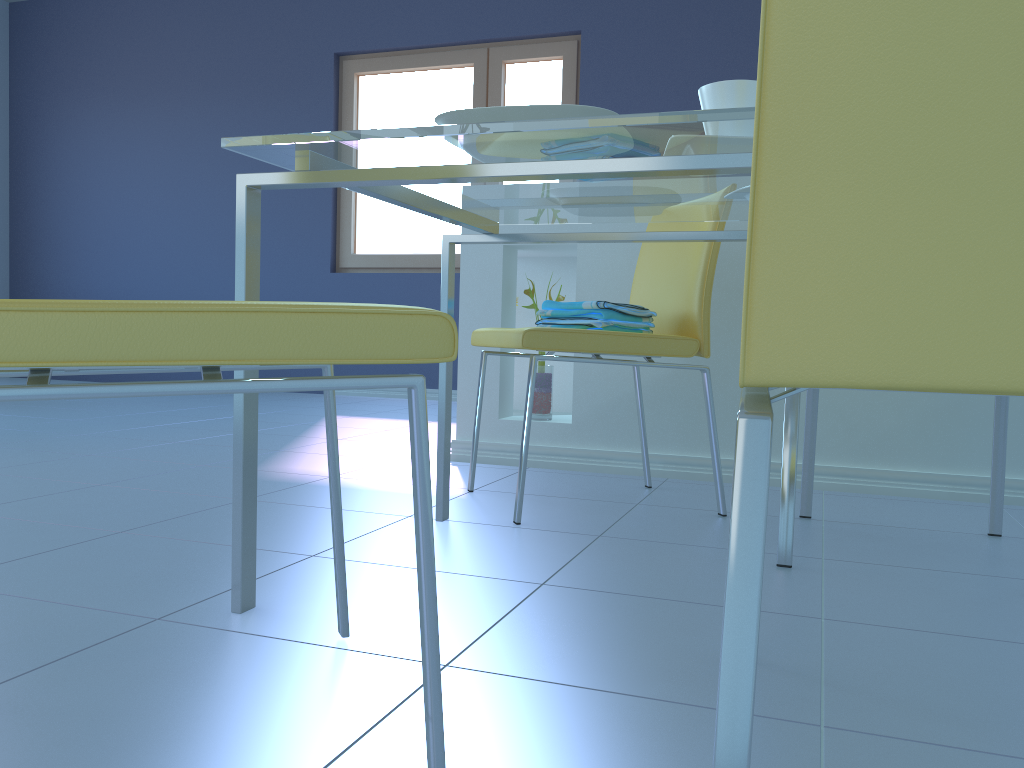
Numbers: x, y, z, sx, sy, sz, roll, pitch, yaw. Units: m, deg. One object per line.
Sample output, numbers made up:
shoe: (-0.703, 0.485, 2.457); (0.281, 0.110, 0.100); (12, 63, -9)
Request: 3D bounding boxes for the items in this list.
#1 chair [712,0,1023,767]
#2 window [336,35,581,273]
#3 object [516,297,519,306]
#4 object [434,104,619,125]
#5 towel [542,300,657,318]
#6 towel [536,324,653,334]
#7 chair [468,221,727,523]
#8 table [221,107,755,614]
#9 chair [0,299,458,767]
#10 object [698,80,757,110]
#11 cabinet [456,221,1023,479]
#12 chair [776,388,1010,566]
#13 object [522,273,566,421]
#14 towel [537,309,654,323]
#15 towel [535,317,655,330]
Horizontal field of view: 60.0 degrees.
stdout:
chair: (0.376, -0.020, 0.712); (0.387, 0.695, 0.484); (2, 3, 17)
window: (-0.329, -1.251, 4.965); (1.475, 1.263, 0.142); (3, 3, 19)
object: (-0.010, -0.097, 2.808); (0.050, 0.365, 0.085); (3, 3, 17)
object: (0.030, -0.297, 1.073); (0.228, 0.020, 0.228); (2, 3, 16)
towel: (0.185, -0.162, 1.923); (0.195, 0.033, 0.190); (-1, 4, -44)
towel: (0.179, -0.118, 1.929); (0.201, 0.024, 0.195); (4, 4, 39)
chair: (0.193, -0.088, 1.940); (0.484, 0.695, 0.387); (1, 3, -17)
table: (0.313, 0.009, 1.233); (1.173, 0.590, 0.730); (3, 3, 19)
chair: (-0.338, -0.043, 0.770); (0.484, 0.695, 0.387); (0, 3, -23)
object: (0.287, -0.324, 1.106); (0.111, 0.083, 0.091); (1, 3, -9)
cabinet: (1.062, -0.180, 3.287); (2.139, 0.800, 2.200); (3, 3, 19)
chair: (0.706, -0.055, 1.573); (0.387, 0.695, 0.484); (3, 3, 22)
object: (0.083, -0.109, 2.517); (0.067, 0.423, 0.229); (-1, 4, -40)
towel: (0.181, -0.147, 1.925); (0.192, 0.027, 0.195); (4, 4, 40)
towel: (0.179, -0.131, 1.923); (0.201, 0.024, 0.195); (4, 4, 44)
